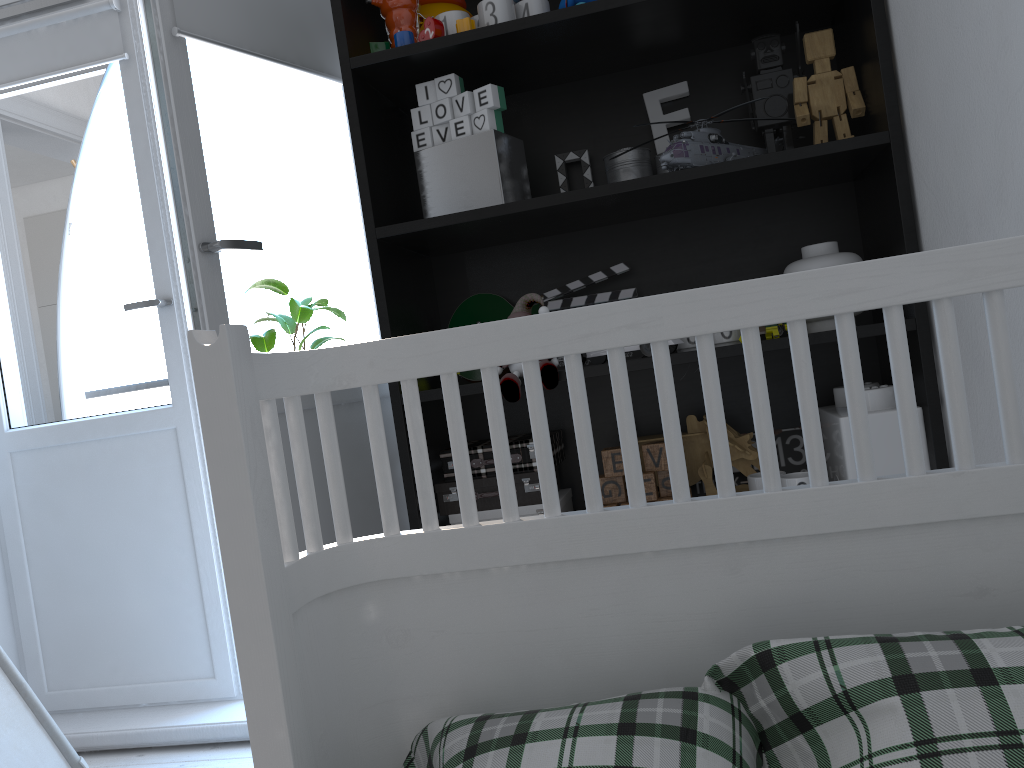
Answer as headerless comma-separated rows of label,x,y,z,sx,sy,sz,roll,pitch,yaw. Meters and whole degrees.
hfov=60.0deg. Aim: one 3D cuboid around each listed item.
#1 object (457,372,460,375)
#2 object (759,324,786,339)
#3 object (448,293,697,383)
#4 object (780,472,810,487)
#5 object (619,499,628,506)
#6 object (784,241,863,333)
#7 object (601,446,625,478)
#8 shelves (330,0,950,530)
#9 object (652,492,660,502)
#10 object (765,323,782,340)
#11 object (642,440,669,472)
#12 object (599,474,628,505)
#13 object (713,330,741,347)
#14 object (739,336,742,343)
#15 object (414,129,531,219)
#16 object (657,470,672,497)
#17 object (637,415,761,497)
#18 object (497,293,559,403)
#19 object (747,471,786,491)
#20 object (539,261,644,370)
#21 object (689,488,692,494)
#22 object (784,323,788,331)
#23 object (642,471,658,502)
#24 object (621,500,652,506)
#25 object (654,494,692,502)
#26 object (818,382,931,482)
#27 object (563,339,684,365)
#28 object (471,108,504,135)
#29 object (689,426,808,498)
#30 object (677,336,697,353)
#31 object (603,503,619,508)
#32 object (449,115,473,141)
object,-0.130,-0.021,1.793,0.042,0.054,0.031,-8,1,22
object,0.455,-0.097,1.721,0.163,0.034,0.069,-8,1,12
object,0.127,-0.099,1.815,0.542,0.239,0.093,-8,1,12
object,0.496,0.189,1.521,0.067,0.067,0.067,-8,1,26
object,0.198,0.241,1.676,0.050,0.050,0.050,-8,1,12
object,0.561,-0.170,1.587,0.139,0.162,0.139,-9,1,-13
object,0.194,0.142,1.628,0.050,0.050,0.050,-8,1,12
shelves,0.244,-0.117,1.664,0.911,1.678,0.353,-8,1,12
object,0.254,0.233,1.663,0.050,0.050,0.050,-8,1,12
object,0.454,-0.106,1.560,0.042,0.054,0.031,-8,1,12
object,0.271,0.130,1.614,0.050,0.050,0.050,-8,1,32
object,0.186,0.193,1.641,0.050,0.050,0.050,-8,1,12
object,0.378,-0.101,1.576,0.067,0.067,0.067,-8,1,26
object,0.403,-0.098,1.517,0.042,0.054,0.031,-9,1,-28
object,-0.070,-0.376,1.657,0.170,0.138,0.124,-8,1,27
object,0.294,0.177,1.625,0.050,0.050,0.050,-8,1,12
object,0.330,0.155,1.725,0.337,0.186,0.111,-8,1,27
object,0.022,-0.065,1.539,0.110,0.186,0.129,-8,1,-1
object,0.459,0.194,1.585,0.067,0.067,0.067,-8,1,26
object,0.156,-0.135,1.780,0.201,0.199,0.048,-8,1,12
object,0.312,0.224,1.655,0.050,0.050,0.050,-8,1,12
object,0.478,-0.109,1.525,0.031,0.054,0.042,-9,1,-33
object,0.237,0.186,1.609,0.050,0.050,0.050,-8,1,12
object,0.229,0.237,1.613,0.050,0.050,0.050,-8,1,17
object,0.294,0.227,1.600,0.050,0.050,0.050,-8,1,42
object,0.635,0.101,1.571,0.132,0.199,0.267,-8,1,12
object,0.201,-0.065,1.622,0.231,0.048,0.098,-8,1,37
object,-0.044,-0.468,1.596,0.040,0.040,0.040,-8,1,42
object,0.499,0.157,1.781,0.347,0.120,0.034,-8,1,12
object,0.329,-0.094,1.634,0.067,0.067,0.067,-8,1,26
object,0.172,0.245,1.625,0.050,0.050,0.050,-8,1,12
object,-0.085,-0.462,1.617,0.040,0.040,0.040,-8,1,27
